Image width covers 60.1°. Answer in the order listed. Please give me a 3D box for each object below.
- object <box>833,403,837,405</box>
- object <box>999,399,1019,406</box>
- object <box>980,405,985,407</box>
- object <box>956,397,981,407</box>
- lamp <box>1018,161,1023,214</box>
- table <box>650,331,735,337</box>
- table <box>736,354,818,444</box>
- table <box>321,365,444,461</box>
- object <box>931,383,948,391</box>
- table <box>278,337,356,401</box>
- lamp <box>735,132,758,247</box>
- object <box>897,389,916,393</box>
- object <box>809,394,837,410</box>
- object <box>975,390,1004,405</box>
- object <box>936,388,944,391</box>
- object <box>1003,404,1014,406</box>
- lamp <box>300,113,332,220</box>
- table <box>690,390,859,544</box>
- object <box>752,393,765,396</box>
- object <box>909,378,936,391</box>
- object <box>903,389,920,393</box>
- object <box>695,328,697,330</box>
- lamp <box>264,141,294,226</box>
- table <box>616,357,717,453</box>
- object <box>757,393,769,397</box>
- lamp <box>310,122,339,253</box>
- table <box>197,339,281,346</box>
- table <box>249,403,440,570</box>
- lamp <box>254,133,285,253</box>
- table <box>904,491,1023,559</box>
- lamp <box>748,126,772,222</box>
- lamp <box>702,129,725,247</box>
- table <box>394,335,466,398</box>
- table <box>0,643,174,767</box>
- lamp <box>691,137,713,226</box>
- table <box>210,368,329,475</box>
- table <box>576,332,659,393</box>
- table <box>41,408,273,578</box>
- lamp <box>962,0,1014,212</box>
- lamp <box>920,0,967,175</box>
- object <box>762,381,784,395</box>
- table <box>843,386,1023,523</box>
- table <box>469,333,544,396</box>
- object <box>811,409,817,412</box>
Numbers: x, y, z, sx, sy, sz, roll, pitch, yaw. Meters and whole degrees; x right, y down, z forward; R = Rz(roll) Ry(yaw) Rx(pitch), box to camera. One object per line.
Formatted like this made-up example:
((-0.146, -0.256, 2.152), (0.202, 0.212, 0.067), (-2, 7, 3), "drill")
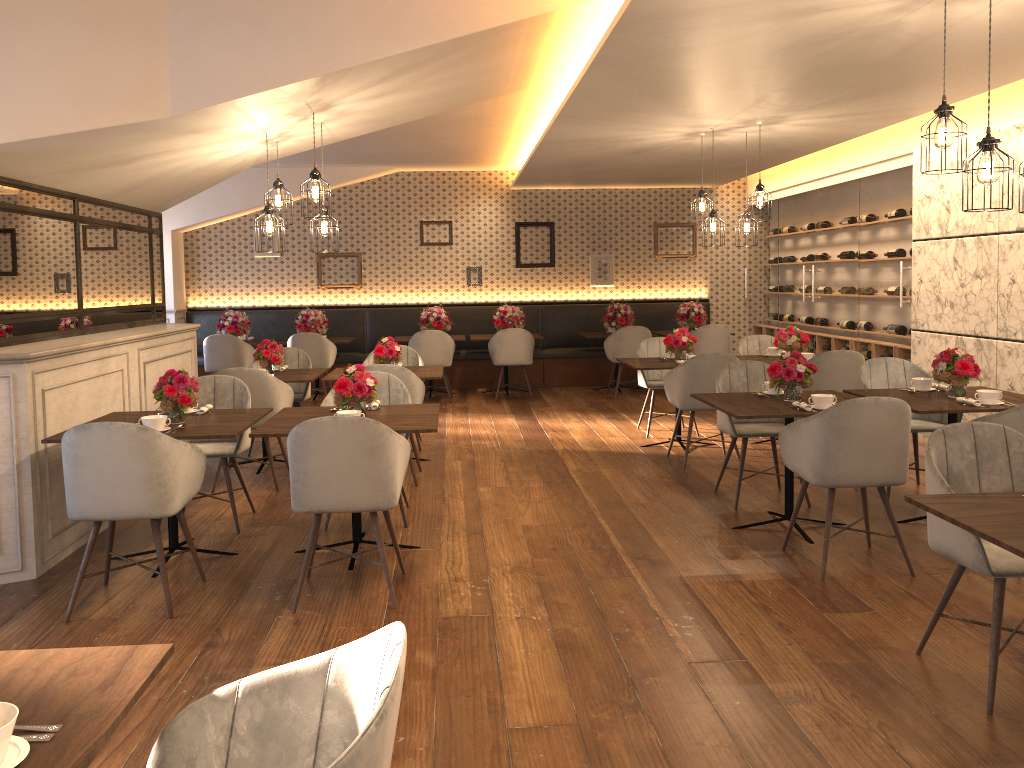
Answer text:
((1.767, 0.120, 4.742), (0.043, 0.015, 0.198), (-2, 7, -7), "object")
((2.684, 0.098, 4.803), (0.043, 0.015, 0.198), (-2, 7, -7), "object")
((2.492, 0.099, 4.780), (0.025, 0.024, 0.193), (-1, 7, -4), "object")
((2.458, 0.094, 4.767), (0.056, 0.039, 0.176), (-1, 7, -4), "object")
((2.234, -1.758, 3.690), (0.175, 2.063, 0.175), (-1, 3, -2), "lamp")
((2.293, -0.306, 11.405), (0.896, 0.718, 0.900), (-1, 5, -4), "table")
((2.364, 0.147, 7.559), (0.896, 0.718, 0.900), (-1, 5, -4), "table")
((-0.990, 0.265, 7.035), (0.896, 0.718, 0.900), (-1, 5, -4), "table")
((2.609, 0.018, 5.387), (0.056, 0.039, 0.176), (-1, 7, -4), "object")
((-2.447, -0.190, 11.090), (0.896, 0.718, 0.900), (-1, 5, -4), "table")
((1.978, -2.200, 7.468), (0.175, 2.063, 0.175), (-1, 3, -2), "lamp")
((2.391, 0.038, 5.353), (0.043, 0.015, 0.198), (-1, 7, 0), "object")
((1.655, 0.097, 4.713), (0.148, 0.072, 0.149), (-4, 7, -26), "object")
((2.572, 0.074, 4.774), (0.148, 0.072, 0.149), (-4, 7, -26), "object")
((2.575, 0.027, 5.375), (0.025, 0.024, 0.193), (-1, 7, -4), "object")
((2.648, 0.103, 4.807), (0.022, 0.004, 0.212), (-1, 7, -4), "object")
((-1.215, -2.043, 5.366), (0.175, 2.063, 0.175), (-1, 3, -2), "lamp")
((1.575, 0.459, 5.027), (0.896, 0.718, 0.900), (-1, 5, -4), "table")
((1.467, 0.060, 5.292), (0.043, 0.015, 0.198), (-2, 7, -7), "object")
((2.495, 0.004, 5.378), (0.148, 0.072, 0.149), (-4, 7, -26), "object")
((2.419, 0.043, 5.349), (0.022, 0.004, 0.212), (-1, 7, -4), "object")
((2.428, -0.723, 11.690), (0.056, 0.039, 0.176), (-1, 7, -4), "object")
((-1.575, -2.096, 5.872), (0.175, 2.063, 0.175), (-1, 3, -2), "lamp")
((1.407, 0.170, 7.496), (0.896, 0.718, 0.900), (-1, 5, -4), "table")
((1.503, 0.066, 5.288), (0.022, 0.004, 0.212), (-1, 7, -4), "object")
((-1.234, -1.888, 5.704), (0.175, 2.063, 0.175), (-1, 3, -2), "lamp")
((-3.404, -0.166, 11.026), (0.896, 0.718, 0.900), (-1, 5, -4), "table")
((-0.833, 0.535, 4.720), (0.896, 0.718, 0.900), (-1, 5, -4), "table")
((-1.550, -1.866, 5.557), (0.175, 2.063, 0.175), (-1, 3, -2), "lamp")
((1.748, 0.759, 2.460), (0.896, 0.718, 0.900), (-1, 5, -4), "table")
((1.997, -2.354, 7.129), (0.175, 2.063, 0.175), (-1, 3, -2), "lamp")
((1.662, -2.177, 7.321), (0.175, 2.063, 0.175), (-1, 3, -2), "lamp")
((-1.034, -0.224, 11.184), (0.896, 0.718, 0.900), (-1, 5, -4), "table")
((-1.087, 0.941, 1.318), (0.896, 0.718, 0.900), (-1, 5, -4), "table")
((1.637, -2.408, 7.636), (0.175, 2.063, 0.175), (-1, 3, -2), "lamp")
((-1.947, 0.288, 6.971), (0.896, 0.718, 0.900), (-1, 5, -4), "table")
((1.336, -0.283, 11.341), (0.896, 0.718, 0.900), (-1, 5, -4), "table")
((-1.790, 0.559, 4.657), (0.896, 0.718, 0.900), (-1, 5, -4), "table")
((1.918, -1.735, 3.543), (0.175, 2.063, 0.175), (-1, 3, -2), "lamp")
((1.893, -1.966, 3.859), (0.175, 2.063, 0.175), (-1, 3, -2), "lamp")
((1.578, 0.027, 5.317), (0.148, 0.072, 0.149), (-4, 7, -26), "object")
((2.532, 0.435, 5.091), (0.896, 0.718, 0.900), (-1, 5, -4), "table")
((-0.077, -0.248, 11.247), (0.896, 0.718, 0.900), (-1, 5, -4), "table")
((1.575, 0.121, 4.719), (0.025, 0.024, 0.193), (-1, 7, -4), "object")
